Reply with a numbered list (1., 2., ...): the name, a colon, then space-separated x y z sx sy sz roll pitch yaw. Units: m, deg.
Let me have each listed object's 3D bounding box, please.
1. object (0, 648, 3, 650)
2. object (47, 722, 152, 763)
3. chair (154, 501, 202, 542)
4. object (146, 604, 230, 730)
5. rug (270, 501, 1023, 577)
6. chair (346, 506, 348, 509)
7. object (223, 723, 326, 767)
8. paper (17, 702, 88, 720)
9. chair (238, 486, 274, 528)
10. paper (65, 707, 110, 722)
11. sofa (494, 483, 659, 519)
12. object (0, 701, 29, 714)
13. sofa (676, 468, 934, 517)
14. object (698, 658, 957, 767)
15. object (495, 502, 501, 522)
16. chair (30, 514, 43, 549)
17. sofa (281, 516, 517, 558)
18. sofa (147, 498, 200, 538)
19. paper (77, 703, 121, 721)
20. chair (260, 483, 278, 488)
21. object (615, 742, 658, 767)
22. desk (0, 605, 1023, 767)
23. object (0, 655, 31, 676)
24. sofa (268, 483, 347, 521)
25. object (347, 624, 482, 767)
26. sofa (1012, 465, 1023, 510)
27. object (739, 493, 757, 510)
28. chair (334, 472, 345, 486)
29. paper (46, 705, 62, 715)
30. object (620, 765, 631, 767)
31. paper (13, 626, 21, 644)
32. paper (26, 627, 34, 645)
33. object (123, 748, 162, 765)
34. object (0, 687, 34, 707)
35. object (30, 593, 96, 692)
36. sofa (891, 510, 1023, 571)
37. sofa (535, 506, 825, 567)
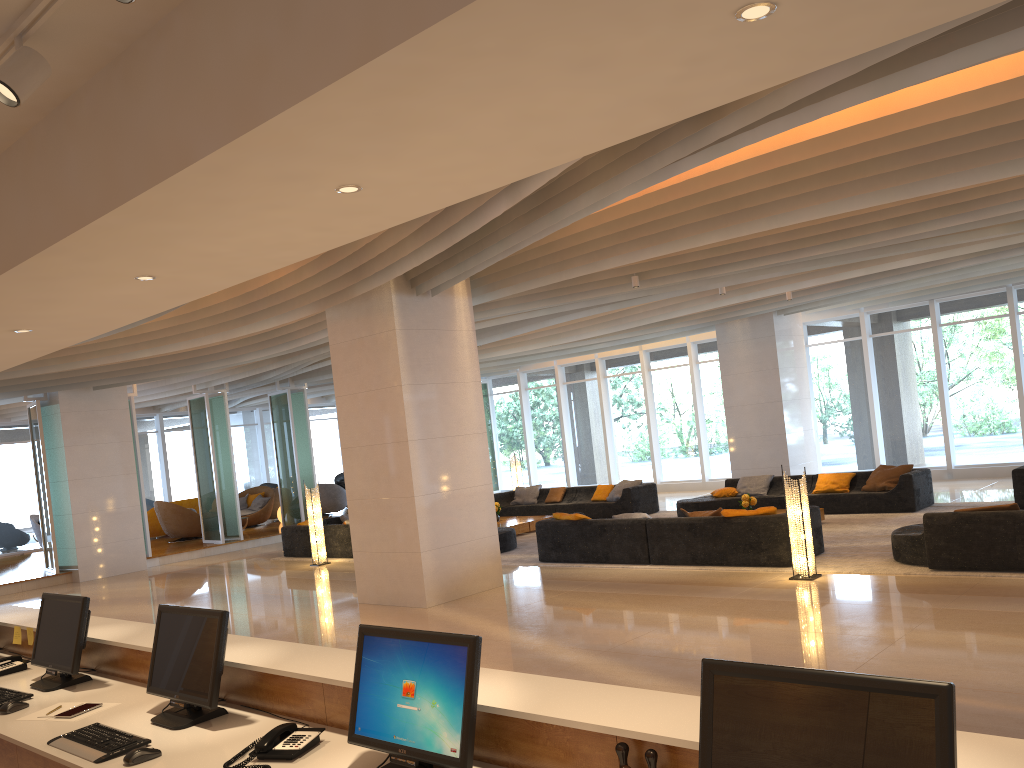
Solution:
1. object: -3.195 1.424 5.322 0.529 0.435 0.359 -8 -2 42
2. object: -1.540 1.327 3.293 0.467 0.031 0.196 -9 -4 42
3. chair: -7.740 3.171 20.879 1.152 1.005 1.498 -5 -3 -40
4. object: -1.260 1.109 3.560 0.529 0.435 0.359 -8 -2 42
5. rug: 3.253 2.208 13.192 15.998 0.022 5.593 -9 -4 42
6. chair: -4.423 3.078 25.810 1.128 1.005 1.530 -7 -2 15
7. object: -0.822 1.202 2.905 0.258 0.073 0.390 -7 -3 20
8. paper: -1.997 1.421 3.854 0.165 0.001 0.232 -7 -3 19
9. chair: -6.785 3.172 22.782 1.500 1.005 1.150 -8 -2 30
10. paper: -1.830 1.399 3.783 0.165 0.001 0.232 -8 -3 24
11. sofa: 1.164 2.411 17.974 3.725 0.582 0.955 -9 -4 42
12. object: -2.215 1.429 3.941 0.070 0.042 0.122 -7 -3 21
13. sofa: 4.614 1.837 14.601 4.087 0.582 1.371 -9 -4 41
14. object: 0.649 0.799 1.821 0.529 0.435 0.359 -8 -2 42
15. object: -0.308 2.382 16.581 0.238 0.377 0.264 -6 -1 -16
16. chair: -10.616 3.490 20.847 1.139 1.005 1.516 -6 -2 -5
17. sofa: -1.517 2.556 15.855 5.019 0.653 2.866 -9 -4 42
18. sofa: -8.463 3.420 22.942 1.096 0.900 2.596 -7 -3 32
19. paper: -1.819 1.398 3.784 0.165 0.001 0.232 -8 -3 23
20. chair: -6.603 3.309 25.597 1.124 1.005 1.535 -7 -2 25
21. object: 0.326 0.994 2.248 0.170 0.158 0.071 -8 -1 39
22. desk: -1.251 1.646 3.495 6.579 1.049 0.910 -9 -3 42
23. object: -2.814 1.527 4.740 0.248 0.073 0.376 -9 -4 42
24. sofa: -5.682 3.159 23.822 2.559 0.901 1.112 -6 -2 1
25. object: -0.262 0.947 2.651 0.529 0.435 0.359 -8 -2 42
26. sofa: 8.645 1.192 11.118 1.357 0.582 4.127 -4 -4 -41
27. object: 3.407 1.755 12.794 0.239 0.377 0.263 -6 -1 -26
28. chair: -4.995 3.304 28.701 1.538 1.005 1.122 -5 -2 -35
29. paper: -1.979 1.409 3.828 0.009 0.009 0.126 -6 -3 1
30. object: 0.285 1.004 2.176 0.078 0.137 0.044 -7 0 27
31. paper: -2.837 1.440 5.088 0.098 0.100 0.021 -7 0 36
32. paper: -2.702 1.416 4.968 0.098 0.101 0.010 -8 -1 42
33. object: -1.277 1.275 3.061 0.070 0.042 0.123 -9 -4 44
34. object: -2.464 1.481 4.192 0.467 0.031 0.196 -9 -4 38
35. object: -2.202 1.263 4.418 0.529 0.435 0.359 -8 -2 42
36. sofa: 4.935 1.486 8.918 2.222 0.576 1.374 -9 -4 42
37. sofa: 1.991 1.948 11.351 3.725 0.582 0.955 -9 -4 42
